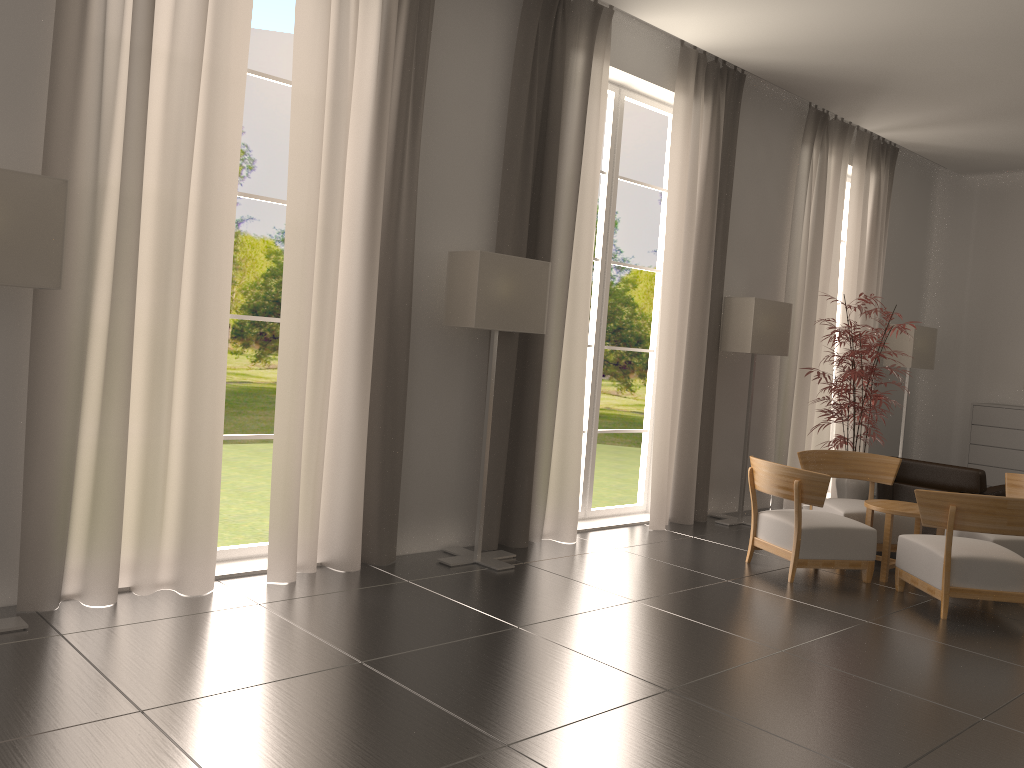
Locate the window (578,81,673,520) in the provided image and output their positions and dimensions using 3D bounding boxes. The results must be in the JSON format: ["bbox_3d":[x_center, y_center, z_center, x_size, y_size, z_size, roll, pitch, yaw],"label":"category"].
[{"bbox_3d":[1.162,-1.061,11.742,2.642,5.747,0.110,3,2,-43],"label":"window"}]

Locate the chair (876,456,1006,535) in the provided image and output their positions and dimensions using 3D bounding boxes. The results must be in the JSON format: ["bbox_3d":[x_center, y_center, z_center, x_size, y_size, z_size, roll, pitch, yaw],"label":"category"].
[{"bbox_3d":[6.275,1.656,12.886,1.499,1.075,1.539,2,3,-43],"label":"chair"}]

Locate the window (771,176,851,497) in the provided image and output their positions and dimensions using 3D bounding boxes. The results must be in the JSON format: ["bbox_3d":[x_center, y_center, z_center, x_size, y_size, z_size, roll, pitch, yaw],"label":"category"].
[{"bbox_3d":[5.020,-0.922,15.350,2.642,5.747,0.110,3,2,-43],"label":"window"}]

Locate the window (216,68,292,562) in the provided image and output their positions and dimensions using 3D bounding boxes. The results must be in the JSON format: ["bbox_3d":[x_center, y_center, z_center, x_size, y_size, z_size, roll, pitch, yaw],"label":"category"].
[{"bbox_3d":[-2.696,-1.200,8.134,2.642,5.747,0.110,3,2,-43],"label":"window"}]

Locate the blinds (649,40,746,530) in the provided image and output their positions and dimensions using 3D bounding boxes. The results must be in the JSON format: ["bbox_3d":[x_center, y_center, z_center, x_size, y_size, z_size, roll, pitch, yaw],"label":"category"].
[{"bbox_3d":[2.473,-1.285,12.103,0.418,6.429,1.549,6,2,43],"label":"blinds"}]

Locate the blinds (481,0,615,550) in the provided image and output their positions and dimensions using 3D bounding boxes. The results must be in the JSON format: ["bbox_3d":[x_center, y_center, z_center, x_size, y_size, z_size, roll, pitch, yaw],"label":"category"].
[{"bbox_3d":[0.404,-1.360,10.171,1.549,6.429,0.415,3,2,-39],"label":"blinds"}]

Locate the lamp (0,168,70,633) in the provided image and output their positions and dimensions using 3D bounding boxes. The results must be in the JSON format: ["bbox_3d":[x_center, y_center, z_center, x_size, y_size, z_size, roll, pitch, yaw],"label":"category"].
[{"bbox_3d":[-3.717,0.136,6.023,1.000,3.177,0.909,3,2,-43],"label":"lamp"}]

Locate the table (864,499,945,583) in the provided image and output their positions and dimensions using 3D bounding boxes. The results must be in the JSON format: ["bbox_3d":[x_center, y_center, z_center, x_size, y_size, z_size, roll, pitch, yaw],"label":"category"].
[{"bbox_3d":[4.415,1.785,10.023,0.869,0.802,0.871,4,2,-21],"label":"table"}]

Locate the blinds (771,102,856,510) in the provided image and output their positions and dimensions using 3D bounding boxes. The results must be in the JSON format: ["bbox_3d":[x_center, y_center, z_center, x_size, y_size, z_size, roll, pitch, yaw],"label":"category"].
[{"bbox_3d":[4.832,-1.200,14.312,1.549,6.429,0.415,3,2,-39],"label":"blinds"}]

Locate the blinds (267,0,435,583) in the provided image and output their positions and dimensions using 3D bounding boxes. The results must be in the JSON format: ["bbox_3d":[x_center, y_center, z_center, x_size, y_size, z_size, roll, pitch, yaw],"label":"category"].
[{"bbox_3d":[-1.498,-1.428,8.390,0.418,6.429,1.549,6,2,43],"label":"blinds"}]

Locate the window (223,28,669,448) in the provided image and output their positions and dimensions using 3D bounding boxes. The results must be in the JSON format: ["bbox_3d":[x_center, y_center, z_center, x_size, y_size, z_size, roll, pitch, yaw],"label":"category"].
[{"bbox_3d":[15.982,-2.414,10.149,48.601,20.571,99.227,2,3,-43],"label":"window"}]

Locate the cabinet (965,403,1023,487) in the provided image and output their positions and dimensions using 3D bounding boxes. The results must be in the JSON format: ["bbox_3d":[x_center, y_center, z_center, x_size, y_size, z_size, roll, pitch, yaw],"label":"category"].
[{"bbox_3d":[9.654,1.419,15.289,1.040,1.875,3.083,3,3,-43],"label":"cabinet"}]

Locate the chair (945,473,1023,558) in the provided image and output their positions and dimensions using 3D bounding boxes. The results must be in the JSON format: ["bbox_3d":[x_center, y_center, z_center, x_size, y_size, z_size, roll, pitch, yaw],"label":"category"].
[{"bbox_3d":[5.723,1.672,10.104,1.151,1.226,1.453,4,2,-3],"label":"chair"}]

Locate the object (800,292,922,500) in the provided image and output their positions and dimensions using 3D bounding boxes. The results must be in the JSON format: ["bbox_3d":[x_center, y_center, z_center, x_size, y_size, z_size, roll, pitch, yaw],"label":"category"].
[{"bbox_3d":[4.817,0.404,12.598,1.491,3.396,1.770,6,2,32],"label":"object"}]

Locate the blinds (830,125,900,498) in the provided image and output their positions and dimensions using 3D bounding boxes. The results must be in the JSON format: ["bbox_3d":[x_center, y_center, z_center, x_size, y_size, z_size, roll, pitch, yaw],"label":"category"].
[{"bbox_3d":[6.069,-1.156,15.467,0.418,6.429,1.549,6,2,43],"label":"blinds"}]

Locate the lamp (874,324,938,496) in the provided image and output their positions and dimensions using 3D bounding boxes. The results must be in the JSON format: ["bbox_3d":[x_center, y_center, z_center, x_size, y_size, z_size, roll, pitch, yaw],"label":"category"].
[{"bbox_3d":[7.184,0.529,16.218,1.000,3.177,0.909,3,2,-43],"label":"lamp"}]

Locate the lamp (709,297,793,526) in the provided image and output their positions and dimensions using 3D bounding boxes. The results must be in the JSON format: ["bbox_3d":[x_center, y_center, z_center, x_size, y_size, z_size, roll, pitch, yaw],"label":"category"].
[{"bbox_3d":[3.390,0.392,12.669,1.000,3.177,0.909,3,2,-43],"label":"lamp"}]

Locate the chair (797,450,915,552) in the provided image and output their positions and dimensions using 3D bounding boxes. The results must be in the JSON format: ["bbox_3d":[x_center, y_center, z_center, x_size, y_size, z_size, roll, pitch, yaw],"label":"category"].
[{"bbox_3d":[4.362,1.517,11.174,1.451,1.226,1.152,4,2,-8],"label":"chair"}]

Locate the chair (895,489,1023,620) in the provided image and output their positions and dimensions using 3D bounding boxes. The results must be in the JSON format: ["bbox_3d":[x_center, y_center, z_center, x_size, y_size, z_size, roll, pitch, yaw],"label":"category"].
[{"bbox_3d":[4.574,1.640,8.842,1.452,1.226,1.151,5,2,2],"label":"chair"}]

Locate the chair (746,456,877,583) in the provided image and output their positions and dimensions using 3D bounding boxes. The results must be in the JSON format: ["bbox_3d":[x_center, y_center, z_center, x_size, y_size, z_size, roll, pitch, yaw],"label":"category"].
[{"bbox_3d":[3.290,1.490,9.907,1.150,1.226,1.453,4,2,-18],"label":"chair"}]

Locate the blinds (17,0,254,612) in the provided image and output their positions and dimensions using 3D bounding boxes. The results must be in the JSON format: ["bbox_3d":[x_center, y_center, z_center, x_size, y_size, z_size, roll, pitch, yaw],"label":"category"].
[{"bbox_3d":[-2.909,-1.479,7.073,1.549,6.429,0.415,3,2,-39],"label":"blinds"}]

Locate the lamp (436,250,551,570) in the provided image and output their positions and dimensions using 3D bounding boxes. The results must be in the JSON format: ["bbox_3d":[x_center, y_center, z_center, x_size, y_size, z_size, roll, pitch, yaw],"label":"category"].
[{"bbox_3d":[-0.242,0.261,9.272,1.000,3.177,0.909,3,2,-43],"label":"lamp"}]
